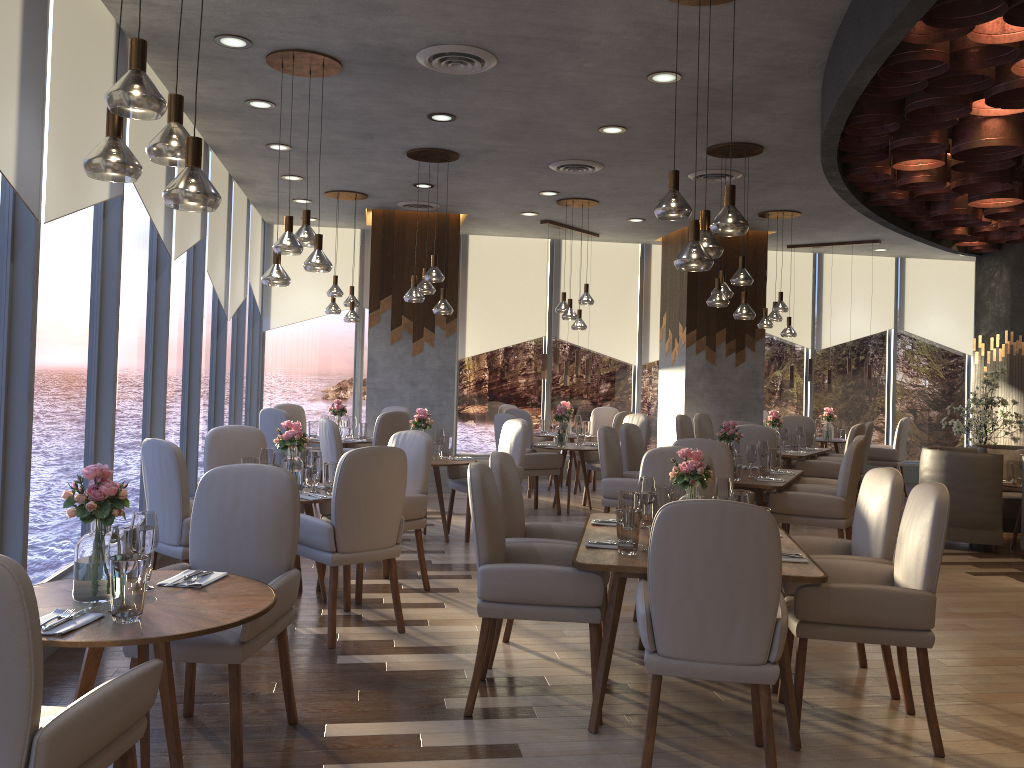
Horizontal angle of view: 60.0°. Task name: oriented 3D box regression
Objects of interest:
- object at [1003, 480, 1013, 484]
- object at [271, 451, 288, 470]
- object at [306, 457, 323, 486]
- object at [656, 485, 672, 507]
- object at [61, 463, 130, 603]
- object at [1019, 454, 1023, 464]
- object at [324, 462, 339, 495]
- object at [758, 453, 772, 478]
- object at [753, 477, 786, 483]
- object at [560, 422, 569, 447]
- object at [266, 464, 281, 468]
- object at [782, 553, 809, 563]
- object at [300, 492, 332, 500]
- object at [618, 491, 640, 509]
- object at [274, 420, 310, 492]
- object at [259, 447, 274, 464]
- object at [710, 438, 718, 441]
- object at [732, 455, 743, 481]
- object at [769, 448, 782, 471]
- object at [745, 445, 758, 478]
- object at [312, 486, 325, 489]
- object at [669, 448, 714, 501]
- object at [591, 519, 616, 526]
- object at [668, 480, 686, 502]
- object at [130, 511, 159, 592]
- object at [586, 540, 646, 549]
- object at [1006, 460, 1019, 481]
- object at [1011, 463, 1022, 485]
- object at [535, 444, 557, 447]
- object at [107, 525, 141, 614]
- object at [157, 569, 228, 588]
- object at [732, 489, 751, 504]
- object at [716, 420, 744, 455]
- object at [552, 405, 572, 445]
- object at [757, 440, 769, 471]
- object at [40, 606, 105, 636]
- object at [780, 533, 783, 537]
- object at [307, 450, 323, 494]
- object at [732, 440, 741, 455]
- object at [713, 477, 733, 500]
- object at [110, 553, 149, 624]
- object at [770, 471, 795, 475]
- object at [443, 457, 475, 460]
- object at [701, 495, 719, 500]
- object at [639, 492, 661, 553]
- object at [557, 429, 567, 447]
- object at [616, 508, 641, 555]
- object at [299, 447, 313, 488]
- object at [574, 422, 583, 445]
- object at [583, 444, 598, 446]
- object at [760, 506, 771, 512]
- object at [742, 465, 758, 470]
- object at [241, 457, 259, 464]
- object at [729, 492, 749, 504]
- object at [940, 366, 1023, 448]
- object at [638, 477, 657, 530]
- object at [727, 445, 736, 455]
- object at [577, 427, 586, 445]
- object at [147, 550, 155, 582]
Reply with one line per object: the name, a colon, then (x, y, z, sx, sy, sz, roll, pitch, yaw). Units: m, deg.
object: (4.328, 0.854, 7.776, 0.255, 0.019, 0.157, 2, 1, 13)
object: (-1.323, 0.507, 5.038, 0.092, 0.244, 0.092, 2, -1, -25)
object: (-1.227, 0.538, 5.482, 0.102, 0.178, 0.102, 2, -1, -4)
object: (0.752, 0.604, 4.447, 0.102, 0.178, 0.102, 2, -1, 11)
object: (-1.276, 0.449, 2.717, 0.198, 0.416, 0.210, 1, -1, 14)
object: (4.538, 0.747, 7.849, 0.092, 0.244, 0.092, 2, -1, -32)
object: (-1.041, 0.547, 5.136, 0.102, 0.178, 0.102, 1, -1, 42)
object: (1.889, 0.612, 6.628, 0.102, 0.178, 0.102, 1, -1, 42)
object: (1.864, 0.693, 6.462, 0.255, 0.019, 0.157, 2, 1, 26)
object: (0.536, 0.516, 9.082, 0.092, 0.244, 0.092, 2, -1, -15)
object: (-1.340, 0.541, 4.929, 0.102, 0.178, 0.102, 1, -1, 22)
object: (1.077, 0.702, 3.636, 0.255, 0.019, 0.157, 2, 1, 9)
object: (-1.123, 0.626, 4.988, 0.157, 0.019, 0.255, 1, 1, -44)
object: (0.550, 0.601, 4.195, 0.102, 0.178, 0.102, 1, -1, 13)
object: (-1.295, 0.421, 5.209, 0.210, 0.416, 0.198, 2, -1, -11)
object: (-1.456, 0.501, 5.255, 0.092, 0.244, 0.092, 3, -1, -43)
object: (1.630, 0.566, 7.176, 0.092, 0.244, 0.092, 1, -1, 44)
object: (1.618, 0.607, 6.421, 0.102, 0.178, 0.102, 1, -1, 33)
object: (2.122, 0.613, 7.152, 0.102, 0.178, 0.102, 2, -1, -8)
object: (1.783, 0.577, 6.607, 0.092, 0.244, 0.092, 2, -1, -17)
object: (-1.089, 0.623, 5.391, 0.255, 0.019, 0.157, 1, 1, -40)
object: (0.807, 0.496, 4.005, 0.210, 0.416, 0.198, 2, -1, 4)
object: (0.518, 0.678, 4.357, 0.255, 0.019, 0.157, 2, 1, 7)
object: (0.811, 0.574, 4.355, 0.092, 0.244, 0.092, 2, -1, 8)
object: (-1.183, 0.536, 2.844, 0.092, 0.244, 0.092, 2, -1, -18)
object: (0.443, 0.682, 3.789, 0.255, 0.019, 0.157, 2, 1, 7)
object: (4.488, 0.777, 7.946, 0.102, 0.178, 0.102, 1, -1, 17)
object: (4.344, 0.777, 7.612, 0.102, 0.178, 0.102, 1, -1, 39)
object: (0.367, 0.623, 9.079, 0.255, 0.019, 0.157, 1, 1, -35)
object: (-1.134, 0.540, 2.590, 0.092, 0.244, 0.092, 1, -1, 26)
object: (-1.075, 0.650, 2.965, 0.157, 0.019, 0.255, 2, 1, 8)
object: (1.123, 0.615, 4.371, 0.102, 0.178, 0.102, 2, -1, -35)
object: (1.687, 0.489, 6.897, 0.210, 0.416, 0.197, 1, -1, 39)
object: (0.515, 0.428, 9.264, 0.210, 0.416, 0.197, 1, -1, 39)
object: (2.016, 0.578, 7.132, 0.092, 0.244, 0.092, 2, -1, -22)
object: (-1.246, 0.651, 2.462, 0.157, 0.019, 0.255, 2, 1, 7)
object: (1.146, 0.698, 4.205, 0.255, 0.019, 0.157, 2, 1, 9)
object: (-1.148, 0.511, 5.154, 0.092, 0.244, 0.092, 1, -1, 26)
object: (1.818, 0.571, 7.229, 0.092, 0.244, 0.092, 3, -1, -43)
object: (1.028, 0.580, 4.320, 0.092, 0.244, 0.092, 1, -1, 11)
object: (-1.080, 0.576, 2.495, 0.102, 0.178, 0.102, 2, -1, -27)
object: (2.096, 0.694, 6.986, 0.255, 0.019, 0.157, 2, 1, 26)
object: (-0.448, 0.619, 7.404, 0.255, 0.019, 0.157, 1, 1, -24)
object: (0.806, 0.582, 3.622, 0.092, 0.244, 0.092, 1, -1, 12)
object: (0.571, 0.574, 3.682, 0.092, 0.244, 0.092, 2, -1, -18)
object: (0.501, 0.549, 8.978, 0.102, 0.178, 0.102, 2, -1, -28)
object: (0.475, 0.605, 3.627, 0.102, 0.178, 0.102, 1, -1, 13)
object: (-1.251, 0.505, 5.377, 0.092, 0.244, 0.092, 2, -1, -15)
object: (0.695, 0.518, 9.285, 0.092, 0.244, 0.092, 1, -1, 37)
object: (0.858, 0.635, 9.280, 0.255, 0.019, 0.157, 1, 1, -33)
object: (1.054, 0.620, 3.802, 0.102, 0.178, 0.102, 1, -1, 25)
object: (1.953, 0.686, 7.319, 0.157, 0.019, 0.255, 2, 1, 22)
object: (-1.563, 0.530, 5.279, 0.102, 0.178, 0.102, 2, -1, -14)
object: (0.959, 0.585, 3.751, 0.092, 0.244, 0.092, 2, -1, -39)
object: (4.759, 0.616, 8.952, 0.746, 1.617, 0.788, 2, -1, -3)
object: (0.646, 0.570, 4.250, 0.092, 0.244, 0.092, 1, -1, 27)
object: (1.600, 0.572, 6.529, 0.092, 0.244, 0.092, 2, -1, 7)
object: (0.732, 0.551, 9.387, 0.102, 0.178, 0.102, 2, -1, -17)
object: (-1.237, 0.566, 2.939, 0.102, 0.178, 0.102, 2, -1, 4)
